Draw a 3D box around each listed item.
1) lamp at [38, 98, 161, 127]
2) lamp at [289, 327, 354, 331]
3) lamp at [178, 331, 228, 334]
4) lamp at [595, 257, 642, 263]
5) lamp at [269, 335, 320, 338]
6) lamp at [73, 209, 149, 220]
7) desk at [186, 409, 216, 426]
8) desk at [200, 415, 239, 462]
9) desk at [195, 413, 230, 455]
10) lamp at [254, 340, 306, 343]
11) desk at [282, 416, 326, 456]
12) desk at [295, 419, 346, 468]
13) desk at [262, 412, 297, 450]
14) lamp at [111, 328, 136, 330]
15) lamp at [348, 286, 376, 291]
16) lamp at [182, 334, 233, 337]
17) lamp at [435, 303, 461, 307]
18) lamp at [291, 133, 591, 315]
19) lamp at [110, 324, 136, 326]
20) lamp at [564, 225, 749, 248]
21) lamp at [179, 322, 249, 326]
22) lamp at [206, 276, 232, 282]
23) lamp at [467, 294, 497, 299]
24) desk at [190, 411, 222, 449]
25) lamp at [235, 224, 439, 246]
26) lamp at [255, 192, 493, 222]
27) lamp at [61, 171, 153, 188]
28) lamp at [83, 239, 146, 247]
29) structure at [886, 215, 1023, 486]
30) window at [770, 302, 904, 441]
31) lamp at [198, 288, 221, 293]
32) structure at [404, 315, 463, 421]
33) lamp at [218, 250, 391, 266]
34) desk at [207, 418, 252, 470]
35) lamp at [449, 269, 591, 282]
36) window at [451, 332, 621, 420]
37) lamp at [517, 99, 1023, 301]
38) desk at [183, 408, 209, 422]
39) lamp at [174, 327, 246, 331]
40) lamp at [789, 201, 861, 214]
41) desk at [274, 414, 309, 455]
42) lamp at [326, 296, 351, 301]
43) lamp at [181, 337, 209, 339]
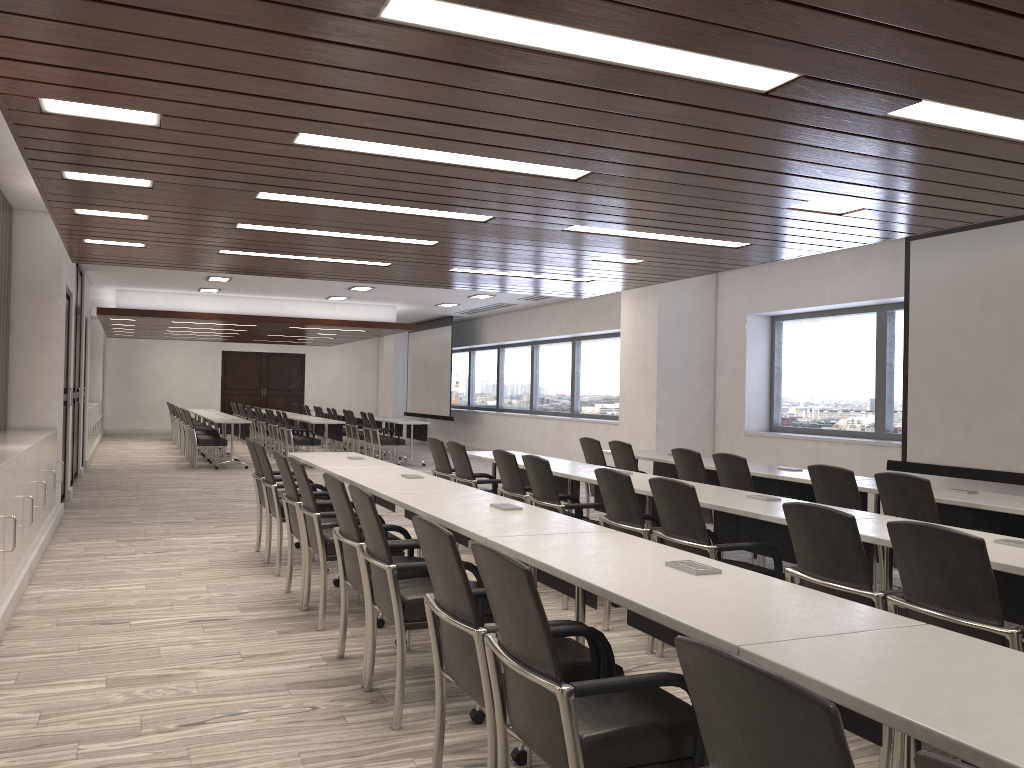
[{"bbox_3d":[-1.725,-1.164,3.726,0.464,0.045,0.236,1,-1,-23],"label":"lamp"},{"bbox_3d":[-3.517,-1.072,16.978,1.496,0.045,0.236,1,-1,-23],"label":"lamp"},{"bbox_3d":[-6.542,-1.118,18.787,1.496,0.045,0.236,1,-1,-23],"label":"lamp"},{"bbox_3d":[0.905,-1.072,7.497,0.421,0.046,0.236,1,-1,-23],"label":"lamp"},{"bbox_3d":[-4.650,-1.070,19.604,1.496,0.045,0.236,1,-1,-23],"label":"lamp"},{"bbox_3d":[-2.683,-1.162,5.948,0.464,0.045,0.236,1,-1,-23],"label":"lamp"},{"bbox_3d":[-7.165,0.985,20.430,0.577,0.795,1.509,1,-1,-23],"label":"desk"},{"bbox_3d":[-5.357,0.982,16.242,0.577,0.795,1.509,1,-1,-23],"label":"desk"},{"bbox_3d":[-5.957,0.983,17.632,0.577,0.795,1.509,1,-1,-23],"label":"desk"},{"bbox_3d":[-5.609,-1.068,21.826,1.496,0.045,0.236,1,-1,-23],"label":"lamp"},{"bbox_3d":[-3.963,1.017,16.844,0.577,0.795,1.509,1,-1,-23],"label":"desk"},{"bbox_3d":[-3.359,1.016,15.446,0.577,0.795,1.509,1,-1,-23],"label":"desk"},{"bbox_3d":[-5.166,1.019,19.632,0.577,0.795,1.509,1,-1,-23],"label":"desk"},{"bbox_3d":[-7.961,-1.153,18.175,0.464,0.045,0.236,1,-1,-23],"label":"lamp"},{"bbox_3d":[-2.369,-1.555,13.965,0.324,0.120,0.519,1,-1,-23],"label":"lamp"},{"bbox_3d":[-6.978,-1.117,19.797,1.496,0.045,0.236,1,-1,-23],"label":"lamp"},{"bbox_3d":[-1.182,-1.506,16.341,0.324,0.120,0.519,1,-1,-23],"label":"lamp"},{"bbox_3d":[-0.374,-1.317,11.091,1.469,0.552,14.295,1,-1,-1],"label":"lamp"},{"bbox_3d":[-7.438,-1.154,16.963,0.464,0.045,0.236,1,-1,-23],"label":"lamp"},{"bbox_3d":[1.063,-1.079,6.367,1.496,0.045,0.236,1,-1,-23],"label":"lamp"},{"bbox_3d":[-5.408,-1.120,16.161,1.496,0.045,0.236,1,-1,-23],"label":"lamp"},{"bbox_3d":[-4.332,-1.604,13.118,0.324,0.120,0.519,1,-1,-23],"label":"lamp"},{"bbox_3d":[-0.504,-1.508,14.770,0.324,0.120,0.519,1,-1,-23],"label":"lamp"},{"bbox_3d":[-6.560,0.984,19.030,0.577,0.795,1.509,1,-1,-23],"label":"desk"},{"bbox_3d":[-1.265,-1.126,6.561,1.496,0.045,0.236,1,-1,-23],"label":"lamp"},{"bbox_3d":[-0.829,-1.127,5.551,1.496,0.045,0.236,1,-1,-23],"label":"lamp"},{"bbox_3d":[-2.248,-1.163,4.938,0.464,0.045,0.236,1,-1,-23],"label":"lamp"},{"bbox_3d":[-3.207,-1.161,7.160,0.464,0.045,0.236,1,-1,-23],"label":"lamp"},{"bbox_3d":[4.083,-0.398,6.290,0.438,2.329,3.550,1,-1,-23],"label":"structure"},{"bbox_3d":[4.612,-0.126,7.724,0.118,1.419,6.968,1,-1,-23],"label":"window"},{"bbox_3d":[-5.010,-1.603,14.689,0.324,0.120,0.519,1,-1,-23],"label":"lamp"},{"bbox_3d":[-1.911,-0.388,20.177,0.438,2.329,3.550,1,-1,-23],"label":"structure"},{"bbox_3d":[-1.788,-1.126,7.773,1.496,0.045,0.236,1,-1,-23],"label":"lamp"},{"bbox_3d":[-4.754,0.981,14.844,0.577,0.795,1.509,1,-1,-23],"label":"desk"},{"bbox_3d":[0.104,-1.078,8.589,1.496,0.045,0.236,1,-1,-23],"label":"lamp"},{"bbox_3d":[0.446,-0.119,17.377,0.118,1.419,10.452,1,-1,-23],"label":"window"},{"bbox_3d":[1.530,-1.294,9.379,1.499,0.552,12.001,1,-1,-7],"label":"lamp"},{"bbox_3d":[-7.768,0.986,21.829,0.577,0.795,1.509,1,-1,-23],"label":"desk"},{"bbox_3d":[-6.019,-1.119,17.575,1.496,0.045,0.236,1,-1,-23],"label":"lamp"},{"bbox_3d":[1.864,-1.073,5.275,0.421,0.046,0.236,1,-1,-23],"label":"lamp"},{"bbox_3d":[-4.562,1.018,18.234,0.577,0.795,1.509,1,-1,-23],"label":"desk"},{"bbox_3d":[-3.047,-1.553,15.536,0.324,0.120,0.519,1,-1,-23],"label":"lamp"},{"bbox_3d":[-7.501,-1.116,21.009,1.496,0.045,0.236,1,-1,-23],"label":"lamp"}]
